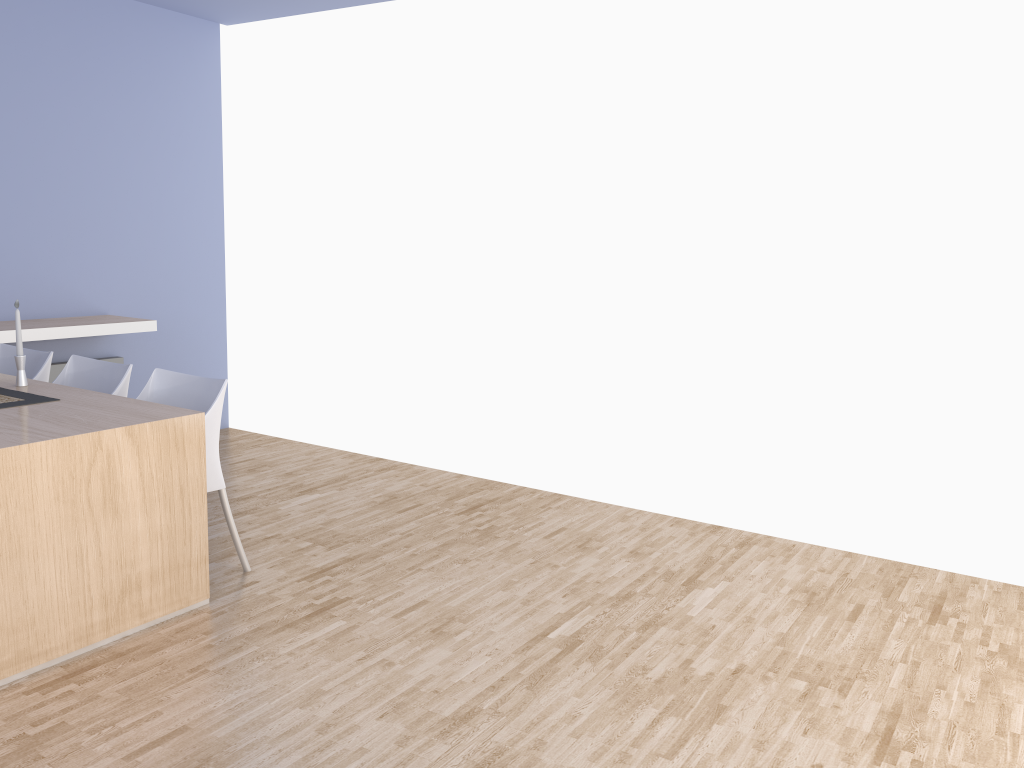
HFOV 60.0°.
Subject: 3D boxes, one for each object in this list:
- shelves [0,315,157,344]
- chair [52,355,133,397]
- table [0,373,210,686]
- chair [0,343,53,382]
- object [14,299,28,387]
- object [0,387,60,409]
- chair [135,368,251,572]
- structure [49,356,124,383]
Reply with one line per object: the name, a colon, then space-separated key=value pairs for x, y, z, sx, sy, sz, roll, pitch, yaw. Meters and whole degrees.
shelves: x=-3.299 y=0.256 z=3.669 sx=0.463 sy=0.840 sz=3.901 roll=7 pitch=11 yaw=32
chair: x=-1.891 y=0.302 z=3.787 sx=0.510 sy=0.793 sz=0.486 roll=8 pitch=11 yaw=32
table: x=-2.361 y=0.387 z=3.413 sx=2.340 sy=0.718 sz=1.002 roll=7 pitch=11 yaw=32
chair: x=-2.387 y=0.238 z=4.095 sx=0.510 sy=0.793 sz=0.486 roll=7 pitch=11 yaw=32
object: x=-1.973 y=-0.166 z=3.550 sx=0.045 sy=0.349 sz=0.045 roll=7 pitch=11 yaw=32
object: x=-2.256 y=0.041 z=3.307 sx=0.986 sy=0.005 sz=0.594 roll=7 pitch=11 yaw=31
chair: x=-1.388 y=0.368 z=3.475 sx=0.510 sy=0.793 sz=0.486 roll=7 pitch=11 yaw=32
structure: x=-3.418 y=0.312 z=3.833 sx=0.064 sy=0.503 sz=3.843 roll=7 pitch=11 yaw=32
